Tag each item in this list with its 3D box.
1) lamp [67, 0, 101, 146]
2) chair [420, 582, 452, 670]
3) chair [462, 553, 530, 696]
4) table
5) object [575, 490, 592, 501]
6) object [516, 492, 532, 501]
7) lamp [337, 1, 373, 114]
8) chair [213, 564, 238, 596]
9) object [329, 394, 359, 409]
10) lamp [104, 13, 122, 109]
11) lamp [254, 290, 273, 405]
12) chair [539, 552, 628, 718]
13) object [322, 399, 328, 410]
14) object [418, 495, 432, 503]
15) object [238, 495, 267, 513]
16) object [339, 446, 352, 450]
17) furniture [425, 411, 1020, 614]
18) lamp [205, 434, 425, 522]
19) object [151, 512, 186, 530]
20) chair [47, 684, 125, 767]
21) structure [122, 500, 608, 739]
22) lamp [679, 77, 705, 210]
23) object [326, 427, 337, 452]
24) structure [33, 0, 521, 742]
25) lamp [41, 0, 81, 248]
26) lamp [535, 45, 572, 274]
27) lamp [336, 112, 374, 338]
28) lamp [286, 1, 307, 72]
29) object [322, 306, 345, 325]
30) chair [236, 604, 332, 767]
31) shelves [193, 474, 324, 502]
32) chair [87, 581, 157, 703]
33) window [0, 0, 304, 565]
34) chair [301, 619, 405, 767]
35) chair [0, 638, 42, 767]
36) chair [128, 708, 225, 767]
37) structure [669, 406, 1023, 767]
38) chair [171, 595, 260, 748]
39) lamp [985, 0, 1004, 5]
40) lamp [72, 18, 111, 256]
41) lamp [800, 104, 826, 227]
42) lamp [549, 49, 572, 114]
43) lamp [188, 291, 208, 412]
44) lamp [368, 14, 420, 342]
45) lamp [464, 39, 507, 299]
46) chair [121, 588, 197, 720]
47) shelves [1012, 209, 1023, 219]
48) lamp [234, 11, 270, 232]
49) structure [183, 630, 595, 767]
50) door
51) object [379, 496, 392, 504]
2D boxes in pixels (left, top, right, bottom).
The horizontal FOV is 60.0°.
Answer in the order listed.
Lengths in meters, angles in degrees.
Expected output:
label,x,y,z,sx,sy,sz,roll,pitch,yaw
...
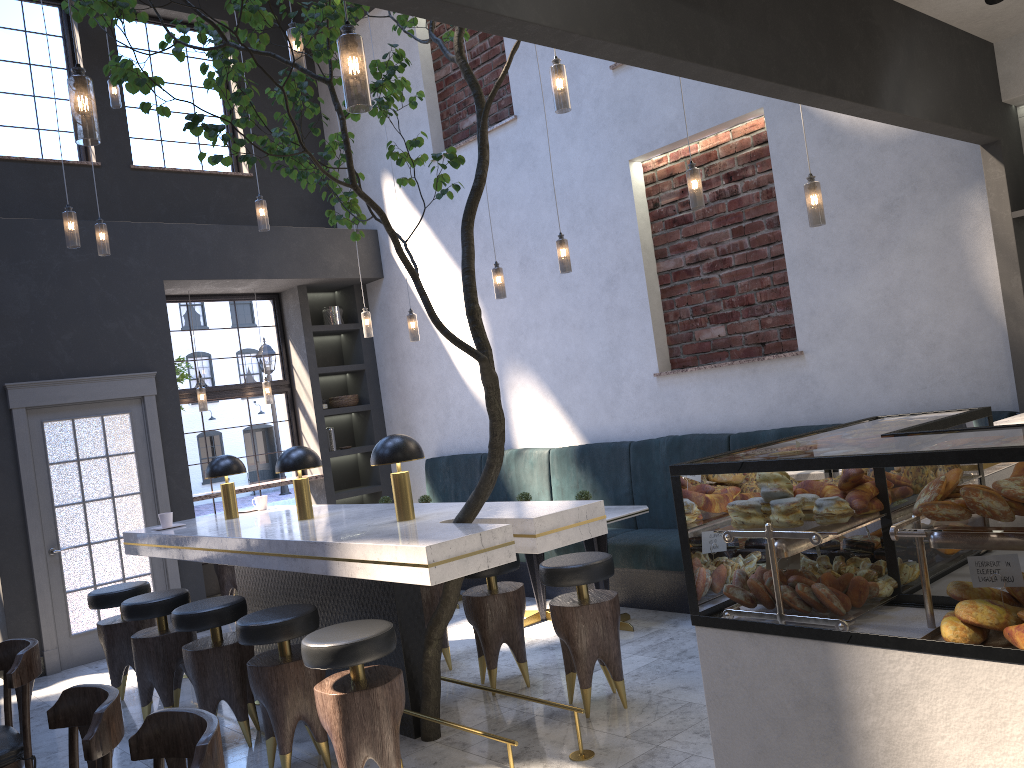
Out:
label,x,y,z,sx,sy,sz,roll,pitch,yaw
lamp,-1.711,-2.843,3.007,0.078,4.104,0.078,-8,-1,-12
chair,-0.555,1.378,5.413,0.372,0.737,0.370,-8,-1,2
chair,-0.096,1.301,4.888,0.372,0.737,0.370,-8,-1,2
table,-1.114,1.433,4.695,4.596,0.751,4.834,-7,-2,-42
object,0.473,0.773,5.786,0.123,0.165,0.118,-9,-1,26
object,0.092,0.837,6.222,0.123,0.165,0.118,-9,-1,26
lamp,-0.746,-2.859,2.696,0.078,4.104,0.078,-8,-1,-12
chair,-2.530,1.676,8.020,0.372,0.821,0.370,-8,-1,11
object,-1.752,0.186,9.256,0.304,0.123,0.305,-8,-1,-21
lamp,-3.484,-4.270,7.196,0.078,4.104,0.078,-9,-1,33
lamp,-2.477,-0.511,8.692,0.078,1.429,0.078,-8,-1,-12
chair,0.363,1.224,4.362,0.372,0.737,0.370,-8,-1,2
object,-1.941,0.210,9.055,0.117,0.119,0.116,-9,-1,25
object,-0.691,0.968,7.119,0.123,0.165,0.118,-9,-1,26
object,-1.805,0.835,6.175,0.301,0.097,0.175,-9,-2,40
object,-1.710,0.657,9.100,0.130,0.026,0.130,-9,-2,32
furniture,-1.169,1.239,4.732,6.018,1.151,5.345,-7,-2,-41
lamp,0.528,-1.191,1.883,8.841,3.256,4.180,-9,-1,32
object,-2.234,0.885,5.750,0.175,0.098,0.204,-7,-2,-36
chair,-1.337,1.360,2.505,0.521,0.851,0.539,-7,-1,-40
structure,-1.025,1.275,4.942,0.989,1.050,3.492,-7,-2,-42
lamp,0.766,-3.030,5.048,0.078,4.104,0.078,-9,-1,33
object,-1.844,0.563,9.032,0.098,0.248,0.098,-8,-1,-2
structure,-0.710,-1.275,4.266,3.744,5.988,2.807,-8,-1,2
lamp,-3.015,-2.885,5.549,0.078,4.104,0.078,-9,-1,33
lamp,0.070,-2.765,5.866,0.078,4.104,0.078,-8,-1,11
lamp,-1.524,-2.437,7.698,0.078,4.104,0.078,-9,-1,33
lamp,-1.406,-3.681,4.700,0.078,4.104,0.078,-9,-1,33
object,-1.871,-0.701,9.293,0.213,0.215,0.213,-7,-1,-32
chair,-1.028,1.413,4.060,0.371,0.737,0.371,-8,-1,-14
shelves,-3.626,1.131,7.467,4.400,0.043,0.384,-7,-2,-42
chair,-2.437,1.648,5.606,0.372,0.737,0.370,-8,-1,2
window,-0.053,-1.538,3.064,6.401,5.364,12.719,-7,-2,-42
chair,-0.600,1.340,3.504,0.372,0.737,0.370,-8,-1,2
chair,-2.079,1.487,3.445,0.521,0.851,0.539,-7,-1,-40
chair,-0.913,1.291,2.112,0.521,0.851,0.539,-7,-1,-40
structure,3.619,0.409,1.356,3.203,1.300,5.810,-7,-2,-42
chair,-1.511,1.493,4.562,0.372,0.737,0.370,-8,-1,2
lamp,1.709,-1.481,3.167,0.088,0.235,0.157,-9,-1,43
lamp,-3.155,-2.940,6.272,0.078,4.104,0.078,-9,-1,33
lamp,1.263,-2.834,4.520,0.078,4.104,0.078,-9,-1,33
lamp,-0.039,-3.349,4.308,0.078,4.104,0.078,-8,-1,-12
lamp,-2.965,-0.453,8.256,0.078,1.429,0.078,-8,-1,11
lamp,-1.070,-2.378,7.199,0.078,4.104,0.078,-9,-1,33
lamp,-0.363,-2.644,6.369,0.078,4.104,0.078,-8,-1,11
chair,-1.987,1.572,5.061,0.372,0.737,0.370,-9,-1,39
shelves,3.814,-0.778,3.156,0.300,0.580,3.603,-7,-2,-42
lamp,-2.086,-3.148,6.471,0.078,4.104,0.078,-9,-1,33
structure,-0.966,1.691,4.936,0.495,0.210,3.501,-7,-2,-42
door,-3.281,1.053,7.070,1.131,2.219,0.152,-7,-1,-42
object,-1.072,1.032,7.555,0.123,0.165,0.118,-9,-1,26
